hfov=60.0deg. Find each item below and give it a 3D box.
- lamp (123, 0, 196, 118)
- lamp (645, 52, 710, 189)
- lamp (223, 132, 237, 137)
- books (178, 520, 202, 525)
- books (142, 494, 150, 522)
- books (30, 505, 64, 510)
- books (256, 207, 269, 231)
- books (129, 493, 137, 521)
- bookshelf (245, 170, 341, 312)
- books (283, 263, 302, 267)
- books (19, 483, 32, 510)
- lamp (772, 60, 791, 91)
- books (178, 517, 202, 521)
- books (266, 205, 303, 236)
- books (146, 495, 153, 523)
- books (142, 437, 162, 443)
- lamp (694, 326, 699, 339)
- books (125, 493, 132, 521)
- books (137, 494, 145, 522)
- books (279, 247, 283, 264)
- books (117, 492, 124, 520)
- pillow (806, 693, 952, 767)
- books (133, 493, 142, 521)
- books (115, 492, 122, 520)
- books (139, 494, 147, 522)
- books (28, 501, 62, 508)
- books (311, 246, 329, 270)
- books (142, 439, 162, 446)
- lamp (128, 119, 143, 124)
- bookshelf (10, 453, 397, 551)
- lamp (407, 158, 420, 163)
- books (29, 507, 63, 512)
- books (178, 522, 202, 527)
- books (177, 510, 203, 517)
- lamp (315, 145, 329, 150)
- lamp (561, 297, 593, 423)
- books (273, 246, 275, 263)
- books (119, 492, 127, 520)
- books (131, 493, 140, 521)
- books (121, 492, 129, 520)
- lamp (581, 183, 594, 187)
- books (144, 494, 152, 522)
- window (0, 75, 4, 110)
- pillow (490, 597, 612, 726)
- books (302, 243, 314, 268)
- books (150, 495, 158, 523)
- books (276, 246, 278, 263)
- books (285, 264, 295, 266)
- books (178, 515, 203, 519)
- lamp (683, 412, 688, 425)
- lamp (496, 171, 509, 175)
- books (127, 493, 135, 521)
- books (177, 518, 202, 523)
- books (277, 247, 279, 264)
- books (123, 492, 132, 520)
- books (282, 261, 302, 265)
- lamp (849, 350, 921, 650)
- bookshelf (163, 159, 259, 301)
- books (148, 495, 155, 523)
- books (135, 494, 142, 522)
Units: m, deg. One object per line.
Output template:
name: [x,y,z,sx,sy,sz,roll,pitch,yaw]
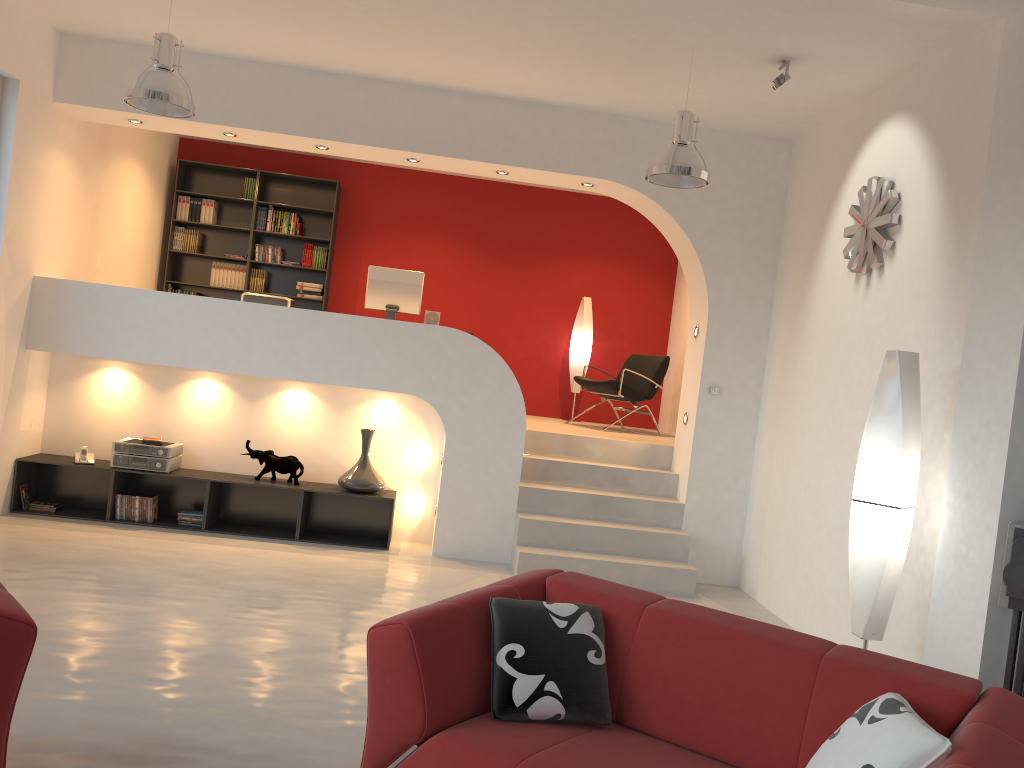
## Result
lamp: [-1.946,-1.958,5.009,0.379,0.800,0.379,6,1,-34]
lamp: [1.030,-1.605,5.276,0.379,0.800,0.379,6,1,-34]
lamp: [-2.152,-1.899,6.757,0.105,0.011,0.105,7,1,-16]
books: [-2.432,1.048,6.773,0.190,0.015,0.135,7,1,-5]
books: [-2.764,0.936,6.692,0.031,0.190,0.135,7,1,-5]
books: [-3.503,0.921,6.678,0.190,0.015,0.135,7,1,-5]
books: [-2.630,-1.724,9.367,0.090,0.256,0.181,7,1,-5]
books: [-2.853,0.926,6.684,0.031,0.190,0.135,7,1,-5]
bookshelf: [-2.355,-1.069,9.363,0.816,2.213,0.305,7,1,-5]
books: [-2.326,-1.263,9.413,0.190,0.015,0.135,7,1,-5]
books: [-3.627,0.840,6.614,0.063,0.187,0.135,7,1,-5]
lamp: [1.617,-1.844,5.309,0.112,0.176,0.118,8,1,37]
books: [-2.432,1.018,6.773,0.190,0.015,0.135,7,1,-5]
books: [-2.392,-1.710,9.364,0.341,0.286,0.231,7,1,-5]
books: [-2.734,0.940,6.694,0.031,0.190,0.135,7,1,-5]
books: [-2.732,0.428,6.736,0.135,0.015,0.190,7,1,-20]
lamp: [1.477,-0.415,7.109,0.011,0.105,0.105,7,1,-5]
books: [-2.883,0.922,6.681,0.031,0.190,0.135,7,1,-5]
books: [-2.794,0.933,6.689,0.031,0.190,0.135,7,1,-5]
books: [-2.450,-1.351,9.400,0.031,0.190,0.135,7,1,-5]
books: [-2.942,0.915,6.676,0.031,0.190,0.135,7,1,-5]
pillow: [0.931,1.007,2.320,0.288,0.343,0.402,7,1,2]
books: [-2.823,0.929,6.686,0.031,0.190,0.135,7,1,-5]
books: [-2.957,0.914,6.674,0.031,0.190,0.135,7,1,-5]
books: [-2.779,0.935,6.690,0.031,0.190,0.135,7,1,-5]
books: [-3.517,0.904,6.676,0.190,0.015,0.135,7,1,-5]
books: [-2.042,-1.327,9.427,0.146,0.240,0.170,7,1,-5]
books: [-2.729,0.444,6.727,0.135,0.015,0.190,6,1,-25]
lamp: [-2.844,-1.981,6.695,0.105,0.011,0.105,7,1,-1]
bookshelf: [-2.297,0.900,6.803,2.764,0.397,0.405,7,1,-5]
lamp: [-0.767,-1.734,6.881,0.105,0.011,0.105,7,1,-16]
books: [-3.510,0.935,6.677,0.190,0.015,0.135,7,1,-5]
books: [-2.440,1.062,6.773,0.190,0.015,0.135,7,1,-10]
books: [-2.442,0.986,6.771,0.190,0.015,0.135,7,1,-10]
lamp: [-1.459,-1.816,6.819,0.105,0.011,0.105,7,1,-16]
lamp: [0.730,-0.267,9.607,0.237,1.349,0.237,7,1,3]
books: [-2.509,-1.358,9.395,0.031,0.190,0.135,7,1,-5]
books: [-2.927,0.917,6.677,0.031,0.190,0.135,7,1,-5]
books: [-2.838,0.928,6.685,0.031,0.190,0.135,7,1,-5]
books: [-2.912,0.919,6.678,0.031,0.190,0.135,7,1,-5]
lamp: [0.599,-1.572,7.003,0.105,0.011,0.105,7,1,-16]
books: [-2.749,0.938,6.693,0.031,0.190,0.135,7,1,-5]
window: [-3.426,-1.119,4.709,0.100,1.800,2.400,7,1,-5]
pillow: [0.123,0.901,2.896,0.402,0.343,0.288,7,1,-13]
books: [-2.160,-1.349,9.417,0.090,0.256,0.181,7,1,-5]
books: [-2.704,0.943,6.697,0.031,0.190,0.135,7,1,-5]
books: [-2.479,-1.354,9.397,0.031,0.190,0.135,7,1,-5]
books: [-2.334,-1.249,9.412,0.190,0.015,0.135,7,1,-10]
books: [-2.434,1.003,6.765,0.190,0.015,0.135,7,1,-5]
lamp: [1.393,0.279,7.120,0.011,0.105,0.105,7,1,-5]
lamp: [-0.075,-1.652,6.943,0.105,0.011,0.105,7,1,-16]
books: [-2.868,0.924,6.682,0.031,0.190,0.135,7,1,-5]
books: [-2.440,1.032,6.772,0.190,0.015,0.135,7,1,0]
books: [-2.464,-1.353,9.399,0.031,0.190,0.135,7,1,-5]
books: [-2.897,0.921,6.680,0.031,0.190,0.135,7,1,-5]
books: [-2.334,-1.279,9.412,0.190,0.015,0.135,7,1,0]
lamp: [1.751,0.730,4.229,0.313,1.779,0.313,7,1,3]
bookshelf: [-3.163,-1.164,9.290,0.816,2.213,0.305,7,1,-5]
books: [-2.719,0.942,6.695,0.031,0.190,0.135,7,1,-5]
books: [-2.808,0.931,6.688,0.031,0.190,0.135,7,1,-5]
